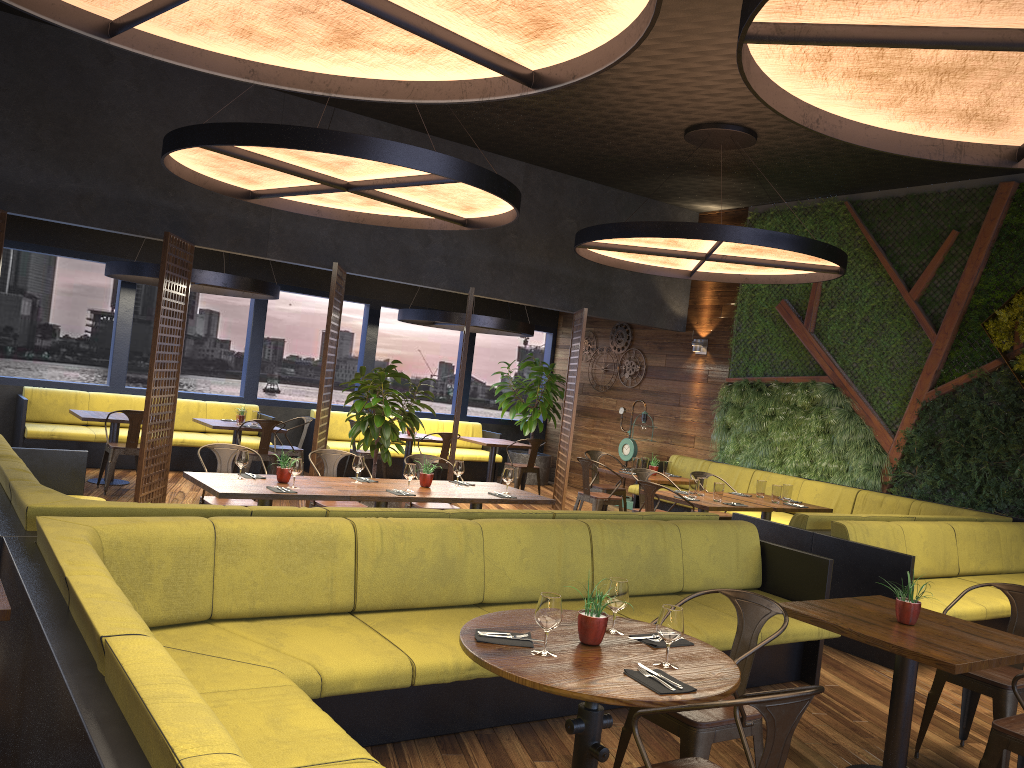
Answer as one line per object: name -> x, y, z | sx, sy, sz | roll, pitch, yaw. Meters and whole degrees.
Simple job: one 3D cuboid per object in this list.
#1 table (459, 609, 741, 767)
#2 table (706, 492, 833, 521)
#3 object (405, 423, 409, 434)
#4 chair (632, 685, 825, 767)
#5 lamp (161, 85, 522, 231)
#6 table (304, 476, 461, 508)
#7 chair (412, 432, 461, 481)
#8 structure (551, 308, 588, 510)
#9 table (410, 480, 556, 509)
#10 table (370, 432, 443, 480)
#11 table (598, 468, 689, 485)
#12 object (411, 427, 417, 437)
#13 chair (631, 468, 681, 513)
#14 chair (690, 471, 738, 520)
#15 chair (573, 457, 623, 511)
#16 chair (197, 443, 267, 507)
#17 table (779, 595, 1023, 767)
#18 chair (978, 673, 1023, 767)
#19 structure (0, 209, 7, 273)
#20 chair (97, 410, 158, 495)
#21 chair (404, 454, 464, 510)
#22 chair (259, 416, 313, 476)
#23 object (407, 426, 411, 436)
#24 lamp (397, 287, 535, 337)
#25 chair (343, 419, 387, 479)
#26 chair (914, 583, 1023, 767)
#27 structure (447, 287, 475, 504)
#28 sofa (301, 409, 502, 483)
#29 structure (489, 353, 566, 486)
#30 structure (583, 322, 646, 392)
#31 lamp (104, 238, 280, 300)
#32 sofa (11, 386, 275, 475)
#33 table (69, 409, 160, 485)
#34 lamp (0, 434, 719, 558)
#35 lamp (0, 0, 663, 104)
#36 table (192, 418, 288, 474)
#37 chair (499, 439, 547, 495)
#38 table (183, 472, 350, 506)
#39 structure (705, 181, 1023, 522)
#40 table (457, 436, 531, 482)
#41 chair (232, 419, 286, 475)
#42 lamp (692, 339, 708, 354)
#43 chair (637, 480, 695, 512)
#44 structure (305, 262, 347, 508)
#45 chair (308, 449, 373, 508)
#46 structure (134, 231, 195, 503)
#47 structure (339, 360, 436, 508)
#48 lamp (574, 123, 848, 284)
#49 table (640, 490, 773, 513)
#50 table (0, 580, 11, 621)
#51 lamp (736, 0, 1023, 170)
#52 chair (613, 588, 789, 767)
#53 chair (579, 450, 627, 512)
table -> 0.269, 1.331, 3.211 | 1.007, 0.760, 1.007 | 7, 0, 3
table -> 2.597, 1.575, 9.119 | 0.887, 0.763, 0.906 | 6, 0, -35
object -> -1.456, 0.617, 12.467 | 0.102, 0.178, 0.102 | 7, 0, 41
chair -> 0.599, 1.293, 2.685 | 0.504, 0.917, 0.541 | 6, 0, -34
lamp -> -1.237, -2.242, 7.087 | 2.778, 1.475, 2.778 | 6, 0, -34
table -> -1.044, 1.164, 6.779 | 0.906, 0.763, 0.887 | 6, 0, -35
chair -> -1.008, 1.067, 11.744 | 0.504, 0.917, 0.541 | 6, 0, -34
structure -> 0.747, 0.375, 11.648 | 0.050, 2.700, 0.852 | 7, 0, -5
table -> -0.307, 1.247, 7.296 | 0.906, 0.763, 0.887 | 6, 0, -35
table -> -1.440, 1.094, 12.304 | 0.906, 0.763, 0.887 | 6, 0, -35
table -> 1.603, 1.454, 10.480 | 0.887, 0.763, 0.906 | 6, 0, -35
object -> -1.339, 0.632, 12.128 | 0.102, 0.178, 0.102 | 7, 0, 41
chair -> 1.465, 1.364, 9.158 | 0.504, 0.917, 0.541 | 6, 0, -34
chair -> 2.176, 1.444, 9.651 | 0.504, 0.917, 0.541 | 6, 0, -34
chair -> 0.967, 1.303, 10.057 | 0.541, 0.917, 0.504 | 6, 0, -34
chair -> -2.208, 0.949, 6.903 | 0.504, 0.917, 0.541 | 6, 0, -34
table -> 1.834, 1.509, 4.163 | 0.887, 0.763, 0.906 | 6, 0, -35
chair -> 2.252, 1.480, 3.591 | 0.504, 0.917, 0.541 | 6, 0, -34
structure -> -4.818, -0.251, 7.790 | 0.050, 2.700, 0.852 | 7, 0, -5
chair -> -4.145, 0.714, 9.568 | 0.504, 0.917, 0.541 | 6, 0, -34
chair -> -0.730, 1.116, 7.928 | 0.504, 0.917, 0.541 | 6, 0, -34
chair -> -2.864, 0.854, 11.290 | 0.541, 0.917, 0.504 | 6, 0, -34
object -> -1.401, 0.577, 12.289 | 0.238, 0.271, 0.260 | 7, 0, -13
lamp -> -0.544, -1.883, 12.841 | 1.979, 2.172, 1.979 | 7, 0, 40
chair -> -1.985, 0.953, 11.974 | 0.541, 0.917, 0.504 | 6, 0, -34
chair -> 2.457, 1.500, 4.519 | 0.541, 0.917, 0.504 | 6, 0, -34
structure -> -0.644, 0.219, 10.683 | 0.050, 2.700, 0.852 | 7, 0, -5
sofa -> -1.628, 0.990, 13.757 | 3.061, 0.914, 0.966 | 6, 0, -35
structure -> 0.328, 0.572, 14.865 | 1.493, 2.184, 1.272 | 6, 0, -34
structure -> 1.587, -0.448, 14.617 | 0.058, 1.178, 1.791 | 6, 0, -34
lamp -> -3.693, -2.236, 10.658 | 1.979, 2.172, 1.979 | 7, 0, 10
sofa -> -4.729, 0.641, 11.607 | 3.061, 0.914, 0.966 | 6, 0, -35
table -> -4.548, 0.744, 10.144 | 0.887, 0.763, 0.906 | 6, 0, -35
lamp -> -2.936, -0.028, 4.900 | 9.057, 2.714, 3.017 | 6, 0, -35
lamp -> -0.785, -2.172, 3.100 | 2.778, 1.475, 2.778 | 6, 0, -31
table -> -3.404, 0.873, 10.942 | 0.906, 0.763, 0.887 | 6, 0, -35
chair -> 0.162, 1.199, 12.555 | 0.504, 0.917, 0.541 | 6, 0, -34
table -> -1.786, 1.081, 6.264 | 0.906, 0.763, 0.887 | 6, 0, -35
structure -> 5.507, -0.015, 8.808 | 0.918, 4.593, 9.182 | 6, 0, -35
table -> -0.293, 1.223, 13.094 | 0.887, 0.763, 0.906 | 6, 0, -35
chair -> -2.975, 0.846, 10.380 | 0.504, 0.917, 0.541 | 6, 0, -34
lamp -> 2.704, -0.552, 12.922 | 0.189, 0.215, 0.215 | 6, 0, -35
chair -> 1.391, 1.360, 8.187 | 0.541, 0.917, 0.504 | 6, 0, -34
structure -> -2.035, 0.062, 9.719 | 0.050, 2.700, 0.852 | 7, 0, -5
chair -> -1.467, 1.033, 7.417 | 0.504, 0.917, 0.541 | 6, 0, -34
structure -> -3.427, -0.095, 8.754 | 0.050, 2.700, 0.852 | 7, 0, -5
structure -> -1.432, 0.606, 9.387 | 0.993, 1.763, 1.166 | 7, 0, 26
lamp -> 2.110, -1.941, 9.304 | 2.778, 1.362, 2.778 | 7, 0, 20
table -> 1.834, 1.489, 8.590 | 0.887, 0.763, 0.906 | 6, 0, -35
table -> -2.289, 1.037, 3.003 | 0.887, 0.763, 0.906 | 6, 0, -35
lamp -> 2.270, -1.818, 3.006 | 2.778, 1.475, 2.778 | 7, 0, 15
chair -> 0.765, 1.308, 3.552 | 0.541, 0.917, 0.504 | 6, 0, -34
chair -> 1.142, 1.319, 11.084 | 0.504, 0.917, 0.541 | 6, 0, -34
